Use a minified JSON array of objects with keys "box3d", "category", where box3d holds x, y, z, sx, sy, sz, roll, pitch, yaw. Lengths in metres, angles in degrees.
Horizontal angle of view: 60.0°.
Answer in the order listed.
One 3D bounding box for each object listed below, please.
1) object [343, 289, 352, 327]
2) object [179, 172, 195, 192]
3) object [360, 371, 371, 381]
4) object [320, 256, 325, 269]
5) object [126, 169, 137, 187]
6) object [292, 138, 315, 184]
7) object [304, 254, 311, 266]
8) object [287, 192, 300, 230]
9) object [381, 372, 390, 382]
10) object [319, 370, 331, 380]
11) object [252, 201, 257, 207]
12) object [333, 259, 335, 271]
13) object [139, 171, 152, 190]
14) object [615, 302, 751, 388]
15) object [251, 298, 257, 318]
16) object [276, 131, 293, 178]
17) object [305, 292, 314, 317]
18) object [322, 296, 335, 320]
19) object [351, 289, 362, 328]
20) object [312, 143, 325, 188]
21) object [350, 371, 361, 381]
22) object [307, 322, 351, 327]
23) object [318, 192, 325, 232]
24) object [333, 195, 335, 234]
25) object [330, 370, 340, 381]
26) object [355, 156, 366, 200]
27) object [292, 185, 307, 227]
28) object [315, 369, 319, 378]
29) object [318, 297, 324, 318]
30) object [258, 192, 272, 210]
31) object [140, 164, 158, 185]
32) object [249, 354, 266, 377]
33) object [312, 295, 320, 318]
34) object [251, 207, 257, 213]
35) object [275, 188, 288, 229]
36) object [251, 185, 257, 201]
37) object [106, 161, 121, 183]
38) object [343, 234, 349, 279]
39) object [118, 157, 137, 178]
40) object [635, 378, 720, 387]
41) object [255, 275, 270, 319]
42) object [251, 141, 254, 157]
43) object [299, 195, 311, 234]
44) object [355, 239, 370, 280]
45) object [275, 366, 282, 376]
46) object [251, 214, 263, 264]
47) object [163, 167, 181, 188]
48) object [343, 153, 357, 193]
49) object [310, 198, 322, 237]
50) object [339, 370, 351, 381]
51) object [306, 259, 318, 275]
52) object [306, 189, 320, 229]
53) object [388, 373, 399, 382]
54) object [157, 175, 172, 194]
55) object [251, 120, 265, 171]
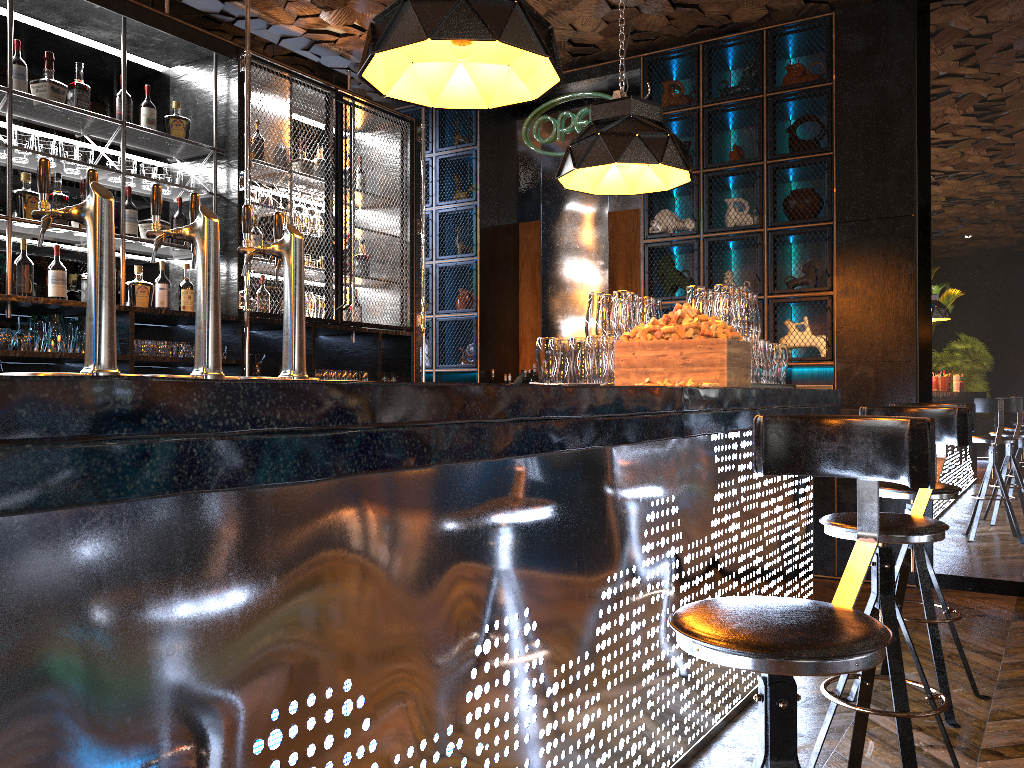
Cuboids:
[{"box3d":[-1.136,-0.503,6.025,0.083,0.282,0.083,0,-1,17],"category":"object"},{"box3d":[-1.787,-1.110,4.871,0.089,0.092,0.089,0,-1,18],"category":"object"},{"box3d":[-0.976,0.030,5.877,0.079,0.231,0.079,0,-1,28],"category":"object"},{"box3d":[-1.204,-0.776,5.754,0.089,0.092,0.089,0,-1,16],"category":"object"},{"box3d":[-2.062,-1.111,4.763,0.089,0.092,0.089,0,-1,18],"category":"object"},{"box3d":[-1.349,-1.439,5.699,0.123,0.279,0.123,-1,-1,36],"category":"object"},{"box3d":[-1.331,-0.777,5.665,0.089,0.092,0.089,0,-1,33],"category":"object"},{"box3d":[-1.411,-1.111,5.731,0.092,0.244,0.092,0,-1,26],"category":"object"},{"box3d":[-0.881,0.034,6.017,0.101,0.227,0.101,0,-1,9],"category":"object"},{"box3d":[-1.175,0.026,5.559,0.079,0.231,0.079,0,-1,28],"category":"object"},{"box3d":[-1.557,-1.106,5.260,0.089,0.092,0.089,0,-1,-32],"category":"object"},{"box3d":[-1.189,-0.775,5.862,0.089,0.092,0.089,0,-1,16],"category":"object"},{"box3d":[-1.985,-1.111,4.839,0.089,0.092,0.089,0,-1,18],"category":"object"},{"box3d":[0.667,-0.147,3.402,0.464,0.332,0.340,0,-1,35],"category":"object"},{"box3d":[-1.598,-0.508,5.259,0.123,0.279,0.123,0,-1,21],"category":"object"},{"box3d":[-1.430,-1.443,5.566,0.083,0.282,0.083,0,-1,32],"category":"object"},{"box3d":[-1.302,-0.470,5.588,0.105,0.209,0.105,0,-1,17],"category":"object"},{"box3d":[-1.184,-0.468,5.784,0.105,0.209,0.105,0,-1,17],"category":"object"},{"box3d":[-1.081,-0.508,6.138,0.086,0.298,0.086,0,-1,-9],"category":"object"},{"box3d":[-1.264,-1.440,5.832,0.083,0.282,0.083,0,-1,17],"category":"object"},{"box3d":[-1.029,0.029,5.790,0.079,0.231,0.079,0,-1,-22],"category":"object"},{"box3d":[-1.271,-0.374,5.704,0.273,0.019,0.437,0,-1,32],"category":"object"},{"box3d":[-1.219,-1.112,5.728,0.092,0.244,0.092,0,-1,26],"category":"object"},{"box3d":[-1.164,-1.111,5.816,0.092,0.244,0.092,0,-1,26],"category":"object"},{"box3d":[-1.133,0.027,5.631,0.079,0.231,0.079,0,-1,8],"category":"object"},{"box3d":[-1.063,-1.443,6.204,0.086,0.298,0.086,0,-1,-4],"category":"object"},{"box3d":[-1.329,-1.114,5.551,0.092,0.244,0.092,0,-1,26],"category":"object"},{"box3d":[-1.228,0.025,5.471,0.079,0.231,0.079,0,-1,-22],"category":"object"},{"box3d":[-1.269,-0.467,5.851,0.105,0.209,0.105,0,-1,17],"category":"object"},{"box3d":[-1.489,-1.105,5.347,0.089,0.092,0.089,0,-1,-7],"category":"object"},{"box3d":[-1.928,-1.112,4.705,0.089,0.092,0.089,0,-1,31],"category":"object"},{"box3d":[-1.509,-0.018,5.260,0.170,0.313,0.170,0,-1,26],"category":"object"},{"box3d":[-1.292,-0.469,5.723,0.105,0.209,0.105,0,-1,17],"category":"object"},{"box3d":[-1.616,-1.104,5.453,0.089,0.092,0.089,0,-1,-32],"category":"object"},{"box3d":[-1.469,-1.112,5.638,0.092,0.244,0.092,0,-1,26],"category":"object"},{"box3d":[-1.557,-1.126,5.260,0.089,0.092,0.089,0,-1,-32],"category":"object"},{"box3d":[-2.085,-1.112,4.661,0.089,0.092,0.089,0,-1,-14],"category":"object"},{"box3d":[-1.118,-0.874,6.065,0.086,0.299,0.086,0,-1,-9],"category":"object"},{"box3d":[-1.980,-1.114,4.566,0.089,0.092,0.089,0,-1,18],"category":"object"},{"box3d":[0.563,0.001,3.052,0.198,0.045,0.377,0,-1,-20],"category":"object"},{"box3d":[-1.523,-0.518,5.412,0.086,0.299,0.086,0,-1,-9],"category":"object"},{"box3d":[-1.611,-1.443,5.251,0.123,0.279,0.123,-1,-1,41],"category":"object"},{"box3d":[-1.358,-1.111,5.815,0.092,0.244,0.092,0,-1,26],"category":"object"},{"box3d":[-1.043,-0.864,6.179,0.083,0.282,0.083,-1,-1,42],"category":"object"},{"box3d":[-1.387,0.016,5.349,0.158,0.248,0.158,0,-1,26],"category":"object"},{"box3d":[-1.558,-0.880,5.380,0.086,0.298,0.086,0,-1,-9],"category":"object"},{"box3d":[-1.835,-1.111,4.782,0.089,0.092,0.089,0,-1,-19],"category":"object"},{"box3d":[-1.114,-1.436,6.071,0.083,0.282,0.083,1,-1,-43],"category":"object"},{"box3d":[-1.303,-1.110,5.903,0.092,0.244,0.092,0,-1,26],"category":"object"},{"box3d":[-1.080,0.028,5.714,0.079,0.231,0.079,0,-1,-31],"category":"object"},{"box3d":[-1.332,-0.774,5.889,0.089,0.092,0.089,0,-1,16],"category":"object"},{"box3d":[-1.271,-1.113,5.644,0.092,0.244,0.092,0,-1,26],"category":"object"},{"box3d":[-0.839,0.035,6.160,0.101,0.227,0.101,0,-1,9],"category":"object"},{"box3d":[-1.937,-1.109,4.938,0.089,0.092,0.089,0,-1,-19],"category":"object"},{"box3d":[-1.545,-1.452,5.387,0.086,0.297,0.086,0,-1,-9],"category":"object"}]
